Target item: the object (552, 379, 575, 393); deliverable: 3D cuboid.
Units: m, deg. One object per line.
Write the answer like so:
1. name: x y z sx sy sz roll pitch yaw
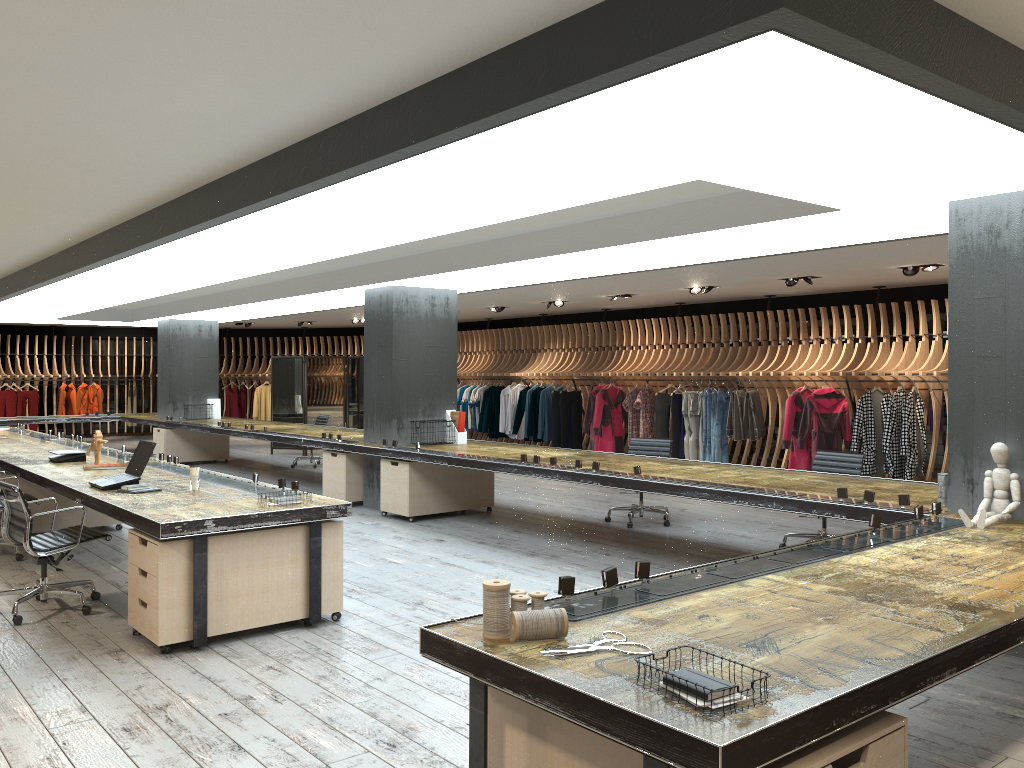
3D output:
1. object: 0.995 -0.032 16.566 0.525 0.270 0.012 0 0 -14

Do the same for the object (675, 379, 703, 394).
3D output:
1. object: 2.888 -0.002 14.227 0.549 0.243 0.023 0 0 -3

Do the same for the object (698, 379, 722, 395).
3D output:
1. object: 3.120 0.005 13.949 0.549 0.243 0.023 0 0 -33

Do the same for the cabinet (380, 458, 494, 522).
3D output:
1. cabinet: -0.801 1.070 9.789 1.131 0.630 0.593 0 0 -39

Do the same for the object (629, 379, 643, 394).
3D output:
1. object: 2.162 -0.006 15.115 0.525 0.270 0.012 0 0 -39

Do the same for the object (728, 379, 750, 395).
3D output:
1. object: 3.465 0.013 13.519 0.549 0.243 0.023 0 0 -38

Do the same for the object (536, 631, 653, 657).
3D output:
1. object: 0.233 0.761 2.631 0.343 0.015 0.233 0 1 -7

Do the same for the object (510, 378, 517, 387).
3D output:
1. object: 0.044 -0.060 17.732 0.525 0.270 0.012 0 0 -34

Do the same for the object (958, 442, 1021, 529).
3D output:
1. object: 2.562 0.534 4.718 0.431 0.429 0.195 0 0 -43

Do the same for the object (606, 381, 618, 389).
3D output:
1. object: 1.770 -0.015 15.632 0.525 0.270 0.012 0 0 -29

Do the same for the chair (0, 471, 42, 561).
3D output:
1. chair: -4.390 0.978 7.567 0.693 0.859 0.667 0 0 42

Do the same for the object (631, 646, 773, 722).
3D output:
1. object: 0.478 0.738 2.225 0.217 0.074 0.302 0 1 -35

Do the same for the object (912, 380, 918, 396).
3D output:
1. object: 5.184 0.072 11.425 0.012 0.270 0.525 0 0 41

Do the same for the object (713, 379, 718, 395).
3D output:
1. object: 3.182 0.009 13.861 0.023 0.243 0.549 0 1 22

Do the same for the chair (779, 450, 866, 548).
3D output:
1. chair: 2.641 1.007 7.548 0.667 0.859 0.693 0 0 -43

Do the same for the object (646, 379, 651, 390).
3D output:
1. object: 2.292 0.005 14.946 0.015 0.286 0.524 0 0 36

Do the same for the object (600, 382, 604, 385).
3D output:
1. object: 1.598 -0.019 15.808 0.525 0.270 0.012 0 0 -39

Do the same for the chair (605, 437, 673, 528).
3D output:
1. chair: 1.324 0.974 9.154 0.693 0.859 0.667 0 0 27

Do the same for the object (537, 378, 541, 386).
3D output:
1. object: 0.526 -0.046 17.130 0.525 0.270 0.012 0 0 -39

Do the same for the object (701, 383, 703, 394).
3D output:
1. object: 3.016 0.001 14.068 0.023 0.243 0.549 0 1 12

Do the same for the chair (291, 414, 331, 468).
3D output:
1. chair: -3.399 0.860 14.882 0.667 0.859 0.693 0 0 -43

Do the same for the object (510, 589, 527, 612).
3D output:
1. object: 0.023 0.709 2.856 0.062 0.109 0.062 0 0 23

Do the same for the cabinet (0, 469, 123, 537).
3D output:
1. cabinet: -4.499 1.073 8.735 1.131 0.630 0.593 0 0 -39

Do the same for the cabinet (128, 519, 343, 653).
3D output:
1. cabinet: -1.674 1.139 5.440 1.131 0.630 0.593 0 0 -39

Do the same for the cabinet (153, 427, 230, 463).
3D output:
1. cabinet: -5.574 0.956 15.457 1.131 0.630 0.593 0 0 -39

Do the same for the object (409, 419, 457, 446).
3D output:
1. object: -0.878 0.499 9.986 0.459 0.289 0.329 0 1 -41

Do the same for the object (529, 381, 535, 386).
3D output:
1. object: 0.400 -0.047 17.290 0.525 0.270 0.012 0 0 -34

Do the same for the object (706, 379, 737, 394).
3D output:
1. object: 3.274 0.017 13.780 0.548 0.256 0.023 0 0 -14

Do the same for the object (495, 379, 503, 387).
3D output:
1. object: -0.264 -0.060 18.128 0.525 0.270 0.012 0 0 -39

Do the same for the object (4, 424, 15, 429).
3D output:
1. object: -7.624 0.521 13.294 0.302 0.074 0.217 -1 1 -45

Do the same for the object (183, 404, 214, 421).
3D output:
1. object: -5.553 0.385 15.728 0.459 0.289 0.329 0 1 -36

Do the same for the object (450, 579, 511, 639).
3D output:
1. object: -0.099 0.703 2.811 0.088 0.204 0.262 0 0 -41

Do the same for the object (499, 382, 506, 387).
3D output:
1. object: -0.194 -0.058 18.020 0.525 0.270 0.012 0 0 -34

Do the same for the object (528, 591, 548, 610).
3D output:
1. object: 0.089 0.709 2.830 0.062 0.109 0.062 0 0 23

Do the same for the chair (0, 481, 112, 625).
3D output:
1. chair: -3.041 1.012 5.871 0.693 0.859 0.667 0 0 37

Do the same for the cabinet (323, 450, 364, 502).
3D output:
1. cabinet: -1.655 1.049 10.838 1.131 0.630 0.593 0 0 -39

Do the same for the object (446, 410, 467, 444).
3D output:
1. object: -0.639 0.445 10.255 0.129 0.383 0.239 0 0 -39

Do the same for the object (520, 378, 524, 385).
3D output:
1. object: 0.192 -0.057 17.551 0.525 0.270 0.012 0 0 -39

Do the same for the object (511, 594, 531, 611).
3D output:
1. object: 0.033 0.710 2.785 0.062 0.109 0.062 0 0 23

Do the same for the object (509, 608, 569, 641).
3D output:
1. object: 0.052 0.720 2.782 0.175 0.089 0.289 0 1 -23

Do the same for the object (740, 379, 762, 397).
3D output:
1. object: 3.609 0.025 13.389 0.547 0.262 0.023 0 0 -38

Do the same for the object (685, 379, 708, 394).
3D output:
1. object: 2.949 0.004 14.153 0.549 0.250 0.023 0 0 -38

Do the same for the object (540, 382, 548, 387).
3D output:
1. object: 0.610 -0.042 17.055 0.525 0.270 0.012 0 0 -39

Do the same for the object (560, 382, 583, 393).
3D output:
1. object: 1.101 -0.029 16.419 0.525 0.270 0.012 0 0 -34

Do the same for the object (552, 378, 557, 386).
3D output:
1. object: 0.801 -0.039 16.793 0.525 0.270 0.012 0 0 -29
